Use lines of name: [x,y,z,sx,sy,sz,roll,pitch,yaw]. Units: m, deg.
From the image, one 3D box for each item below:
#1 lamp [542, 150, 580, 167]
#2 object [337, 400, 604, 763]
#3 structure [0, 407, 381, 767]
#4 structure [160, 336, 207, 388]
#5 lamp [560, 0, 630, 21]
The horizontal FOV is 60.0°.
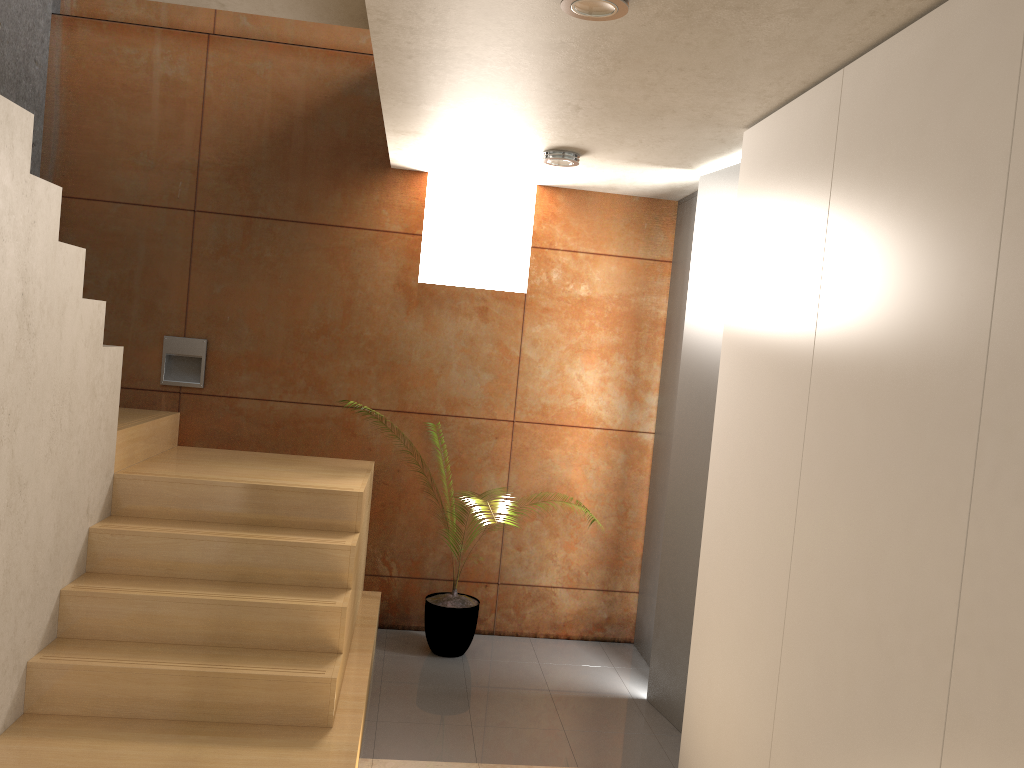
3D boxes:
lamp: [0.226,-1.043,4.097,0.173,0.044,0.173,5,2,-1]
object: [-0.437,0.939,2.010,4.200,1.455,6.200,5,2,-6]
structure: [-1.531,0.778,3.598,1.950,1.110,2.400,5,2,-6]
structure: [-1.755,-0.119,4.768,0.220,0.260,0.096,5,2,-6]
lamp: [0.211,-0.974,2.250,0.173,0.044,0.173,7,2,29]
